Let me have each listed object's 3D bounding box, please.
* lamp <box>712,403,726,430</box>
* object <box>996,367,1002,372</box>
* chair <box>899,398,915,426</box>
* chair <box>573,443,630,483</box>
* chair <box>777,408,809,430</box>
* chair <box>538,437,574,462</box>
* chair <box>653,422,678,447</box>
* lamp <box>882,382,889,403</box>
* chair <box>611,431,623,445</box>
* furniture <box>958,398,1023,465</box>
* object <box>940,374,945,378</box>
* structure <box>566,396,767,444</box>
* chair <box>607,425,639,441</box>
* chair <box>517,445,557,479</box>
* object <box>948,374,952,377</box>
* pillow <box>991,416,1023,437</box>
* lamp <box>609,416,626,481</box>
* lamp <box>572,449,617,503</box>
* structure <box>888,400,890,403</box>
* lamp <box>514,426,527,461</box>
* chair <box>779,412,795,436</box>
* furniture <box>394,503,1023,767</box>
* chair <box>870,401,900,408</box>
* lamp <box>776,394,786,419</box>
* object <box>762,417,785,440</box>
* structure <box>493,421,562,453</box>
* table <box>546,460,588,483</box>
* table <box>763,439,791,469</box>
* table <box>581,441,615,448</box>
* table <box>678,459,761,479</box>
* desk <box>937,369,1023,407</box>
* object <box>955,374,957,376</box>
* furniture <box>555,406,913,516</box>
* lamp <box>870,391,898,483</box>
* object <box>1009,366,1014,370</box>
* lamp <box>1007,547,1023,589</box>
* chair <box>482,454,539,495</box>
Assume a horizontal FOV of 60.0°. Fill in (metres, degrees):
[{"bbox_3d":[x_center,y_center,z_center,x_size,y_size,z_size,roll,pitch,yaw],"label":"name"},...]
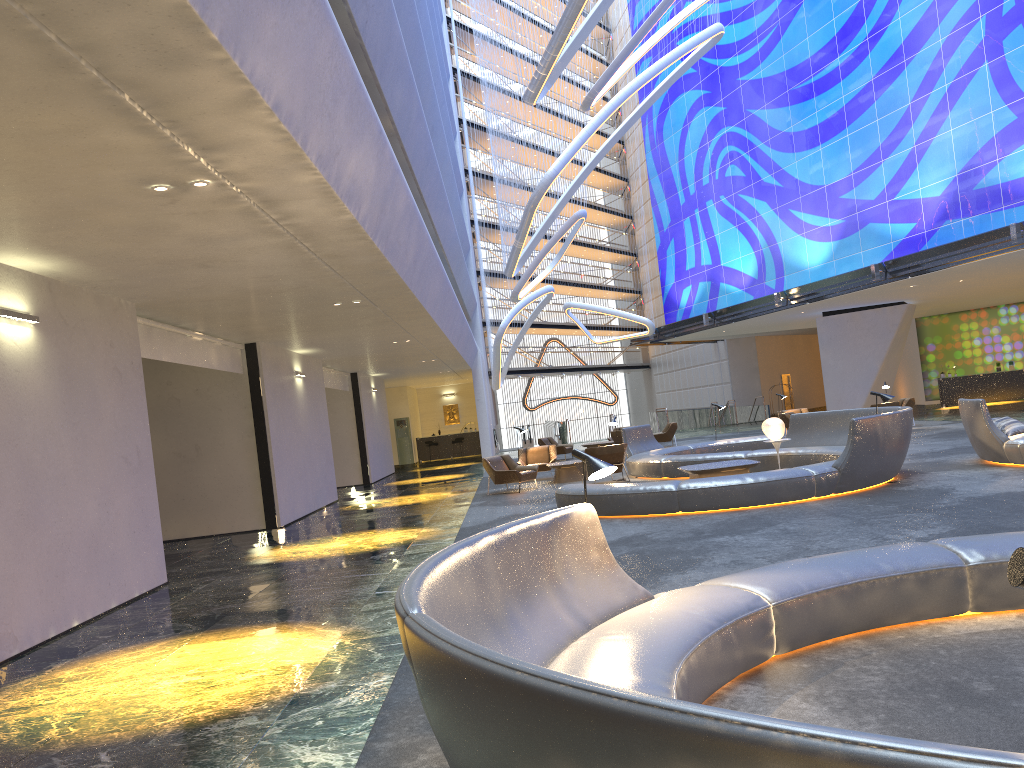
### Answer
[{"bbox_3d":[4.835,1.078,20.591,0.384,1.300,0.201,-7,0,17],"label":"lamp"},{"bbox_3d":[17.765,-0.529,32.339,0.150,0.145,0.150,-7,-1,33],"label":"object"},{"bbox_3d":[10.604,0.813,24.497,0.939,0.766,0.929,-7,-1,8],"label":"chair"},{"bbox_3d":[1.796,1.591,17.465,0.928,0.766,0.940,-6,-1,-17],"label":"chair"},{"bbox_3d":[8.400,1.138,26.244,0.930,0.766,0.939,-7,-1,6],"label":"chair"},{"bbox_3d":[1.365,2.015,27.523,0.940,0.766,0.928,-7,-1,24],"label":"chair"},{"bbox_3d":[4.690,1.628,27.669,0.939,0.766,0.930,-7,-1,2],"label":"chair"},{"bbox_3d":[9.898,0.583,23.344,0.202,1.300,0.384,-7,0,16],"label":"lamp"},{"bbox_3d":[3.472,1.715,26.134,0.937,0.766,0.931,-6,-2,-39],"label":"chair"},{"bbox_3d":[9.689,0.261,10.314,5.182,0.969,9.938,-6,-2,-8],"label":"furniture"},{"bbox_3d":[16.261,-0.312,33.462,0.149,0.149,0.149,-7,-1,34],"label":"object"},{"bbox_3d":[7.474,5.607,50.202,9.304,8.397,19.744,-7,-2,0],"label":"structure"},{"bbox_3d":[3.709,1.796,29.075,0.931,0.766,0.937,-7,-1,27],"label":"chair"},{"bbox_3d":[0.606,1.848,20.595,0.930,0.766,0.939,-7,-1,6],"label":"chair"},{"bbox_3d":[16.465,-0.321,33.321,0.108,0.108,0.111,-7,-1,34],"label":"object"},{"bbox_3d":[7.203,0.609,12.928,0.693,0.262,0.877,-7,-2,8],"label":"pillow"},{"bbox_3d":[2.104,1.293,17.694,0.202,1.300,0.384,-7,0,16],"label":"lamp"},{"bbox_3d":[0.508,1.014,5.104,0.201,1.300,0.385,-7,0,-41],"label":"lamp"},{"bbox_3d":[16.197,0.040,38.711,1.021,2.051,0.774,-7,0,-22],"label":"structure"},{"bbox_3d":[0.237,1.622,20.651,0.384,1.300,0.201,-7,0,17],"label":"lamp"},{"bbox_3d":[7.759,1.123,23.791,0.940,0.766,0.928,-8,-2,33],"label":"chair"},{"bbox_3d":[2.367,0.777,0.933,5.184,0.969,9.935,-7,-2,-4],"label":"furniture"},{"bbox_3d":[9.590,0.881,23.115,0.928,0.766,0.940,-6,-1,-17],"label":"chair"},{"bbox_3d":[8.031,0.912,26.300,0.384,1.300,0.201,-7,0,17],"label":"lamp"},{"bbox_3d":[4.427,0.763,15.007,0.367,0.387,0.318,-7,-1,7],"label":"object"},{"bbox_3d":[1.083,6.311,49.737,3.016,8.236,19.840,-7,-2,0],"label":"structure"},{"bbox_3d":[1.366,1.892,19.309,1.203,0.392,1.204,-7,-2,-1],"label":"table"},{"bbox_3d":[4.526,1.247,15.036,0.418,0.595,0.428,-7,-1,-1],"label":"table"},{"bbox_3d":[2.831,2.034,27.822,1.204,0.392,1.202,-7,-2,18],"label":"table"},{"bbox_3d":[3.273,1.470,13.990,1.203,0.392,1.204,-7,-2,0],"label":"table"},{"bbox_3d":[17.542,0.142,32.867,2.983,1.097,0.812,-8,-2,38],"label":"desk"},{"bbox_3d":[16.630,-0.326,33.207,0.072,0.070,0.073,-8,-1,34],"label":"object"},{"bbox_3d":[4.114,1.129,15.974,5.191,0.969,9.921,-7,-2,16],"label":"furniture"},{"bbox_3d":[5.197,0.730,12.349,0.384,1.300,0.201,-7,0,17],"label":"lamp"},{"bbox_3d":[18.109,-0.577,32.124,0.150,0.145,0.150,-7,-1,33],"label":"object"},{"bbox_3d":[0.804,0.829,1.056,0.384,1.300,0.202,-7,0,-1],"label":"lamp"},{"bbox_3d":[-0.036,1.833,18.142,0.940,0.766,0.928,-8,-2,33],"label":"chair"}]
